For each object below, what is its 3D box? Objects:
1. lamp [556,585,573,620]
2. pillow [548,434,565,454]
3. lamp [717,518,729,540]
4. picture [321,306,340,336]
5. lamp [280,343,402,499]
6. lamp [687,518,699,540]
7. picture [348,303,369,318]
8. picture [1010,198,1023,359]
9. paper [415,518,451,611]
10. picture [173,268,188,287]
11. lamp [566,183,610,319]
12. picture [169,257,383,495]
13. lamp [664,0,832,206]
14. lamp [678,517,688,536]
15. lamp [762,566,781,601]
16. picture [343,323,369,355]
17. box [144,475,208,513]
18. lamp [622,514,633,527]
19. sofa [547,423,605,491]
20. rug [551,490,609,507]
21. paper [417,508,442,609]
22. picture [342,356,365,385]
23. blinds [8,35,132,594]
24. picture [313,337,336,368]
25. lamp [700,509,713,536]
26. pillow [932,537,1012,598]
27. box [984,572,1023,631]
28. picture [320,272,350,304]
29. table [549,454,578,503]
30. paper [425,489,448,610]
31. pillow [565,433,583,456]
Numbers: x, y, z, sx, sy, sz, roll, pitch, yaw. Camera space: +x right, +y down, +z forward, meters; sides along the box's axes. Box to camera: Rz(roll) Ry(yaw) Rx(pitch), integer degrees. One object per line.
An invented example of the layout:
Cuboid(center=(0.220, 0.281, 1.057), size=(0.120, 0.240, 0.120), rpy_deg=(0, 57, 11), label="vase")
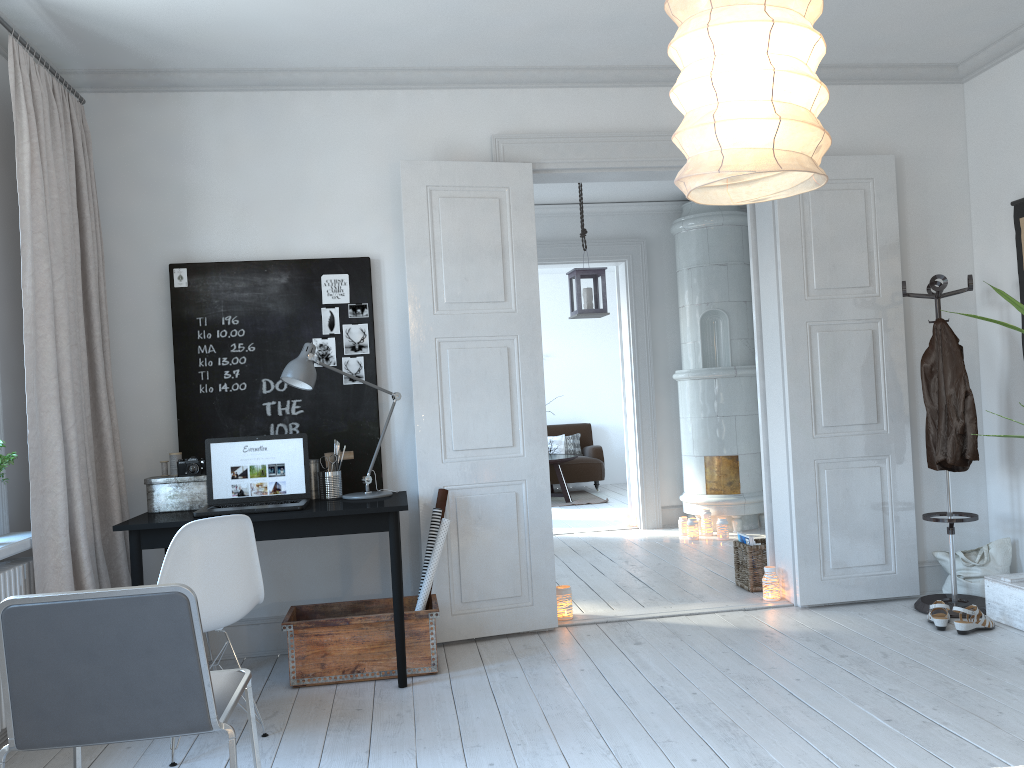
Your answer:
Cuboid(center=(0.271, 1.144, 4.637), size=(0.089, 0.166, 0.089), rpy_deg=(-3, 0, -15), label="lamp")
Cuboid(center=(0.443, 0.772, 11.092), size=(0.471, 0.309, 0.188), rpy_deg=(-3, 0, -7), label="pillow")
Cuboid(center=(1.634, 1.123, 6.873), size=(0.089, 0.166, 0.089), rpy_deg=(-3, 0, -8), label="lamp")
Cuboid(center=(-0.883, -0.307, 4.319), size=(0.083, 0.146, 0.002), rpy_deg=(-3, 0, -7), label="picture")
Cuboid(center=(-0.762, 0.170, 4.054), size=(0.616, 0.716, 0.230), rpy_deg=(-3, 0, -37), label="lamp")
Cuboid(center=(1.421, 1.137, 6.961), size=(0.089, 0.166, 0.089), rpy_deg=(-3, 0, -6), label="lamp")
Cuboid(center=(-0.751, -0.361, 4.337), size=(0.095, 0.071, 0.001), rpy_deg=(-3, 0, -7), label="picture")
Cuboid(center=(2.600, -0.448, 4.060), size=(0.057, 1.313, 0.793), rpy_deg=(-3, 0, -7), label="picture")
Cuboid(center=(-0.390, 0.930, 4.003), size=(0.283, 0.626, 0.041), rpy_deg=(-3, 0, -29), label="paper")
Cuboid(center=(-1.582, -0.507, 4.231), size=(0.061, 0.088, 0.004), rpy_deg=(-3, 0, -11), label="picture")
Cuboid(center=(0.474, -1.336, 6.031), size=(0.228, 1.762, 0.228), rpy_deg=(-3, 0, -11), label="lamp")
Cuboid(center=(-1.138, -0.015, 4.313), size=(0.953, 1.172, 0.064), rpy_deg=(-3, 0, -7), label="picture")
Cuboid(center=(0.495, -1.036, 1.953), size=(0.339, 1.231, 0.340), rpy_deg=(-3, 0, 24), label="lamp")
Cuboid(center=(1.393, 1.153, 7.190), size=(0.084, 0.146, 0.084), rpy_deg=(-3, 0, -3), label="lamp")
Cuboid(center=(1.400, 1.080, 4.795), size=(0.093, 0.179, 0.093), rpy_deg=(-3, 0, -24), label="lamp")
Cuboid(center=(-0.762, -0.222, 4.333), size=(0.121, 0.153, 0.002), rpy_deg=(-3, 0, -7), label="picture")
Cuboid(center=(-1.482, 0.489, 4.009), size=(0.317, 0.152, 0.193), rpy_deg=(-3, -1, -7), label="box")
Cuboid(center=(1.016, 1.196, 7.775), size=(0.093, 0.110, 0.093), rpy_deg=(-3, -1, 10), label="lamp")
Cuboid(center=(0.024, 0.960, 11.043), size=(2.165, 0.824, 0.969), rpy_deg=(-3, -1, -7), label="sofa")
Cuboid(center=(0.139, 1.335, 10.285), size=(1.710, 0.055, 1.456), rpy_deg=(-3, -1, -7), label="rug")
Cuboid(center=(-0.399, 0.914, 4.061), size=(0.043, 0.669, 0.266), rpy_deg=(-3, 0, 38), label="paper")
Cuboid(center=(-0.774, -0.068, 4.330), size=(0.103, 0.136, 0.001), rpy_deg=(-3, 0, -7), label="picture")
Cuboid(center=(-1.794, 0.010, 3.736), size=(0.225, 2.647, 0.831), rpy_deg=(-3, 0, -8), label="blinds")
Cuboid(center=(-0.912, -0.154, 4.313), size=(0.107, 0.150, 0.001), rpy_deg=(-3, 0, -7), label="picture")
Cuboid(center=(1.559, 1.111, 7.112), size=(0.098, 0.210, 0.098), rpy_deg=(-3, 0, -3), label="lamp")
Cuboid(center=(2.419, 0.959, 4.635), size=(0.317, 0.314, 0.273), rpy_deg=(-3, -1, -7), label="pillow")
Cuboid(center=(2.467, 0.990, 3.938), size=(0.376, 0.218, 0.641), rpy_deg=(-3, -1, -7), label="box")
Cuboid(center=(-0.859, -0.469, 4.323), size=(0.147, 0.154, 0.004), rpy_deg=(-3, 0, -7), label="picture")
Cuboid(center=(0.128, 1.111, 10.259), size=(1.299, 0.503, 1.300), rpy_deg=(-3, -1, -17), label="table")
Cuboid(center=(-0.384, 0.873, 4.134), size=(0.048, 0.747, 0.297), rpy_deg=(-3, 0, 38), label="paper")
Cuboid(center=(0.628, 0.777, 11.229), size=(0.542, 0.288, 0.183), rpy_deg=(-3, 0, -7), label="pillow")
